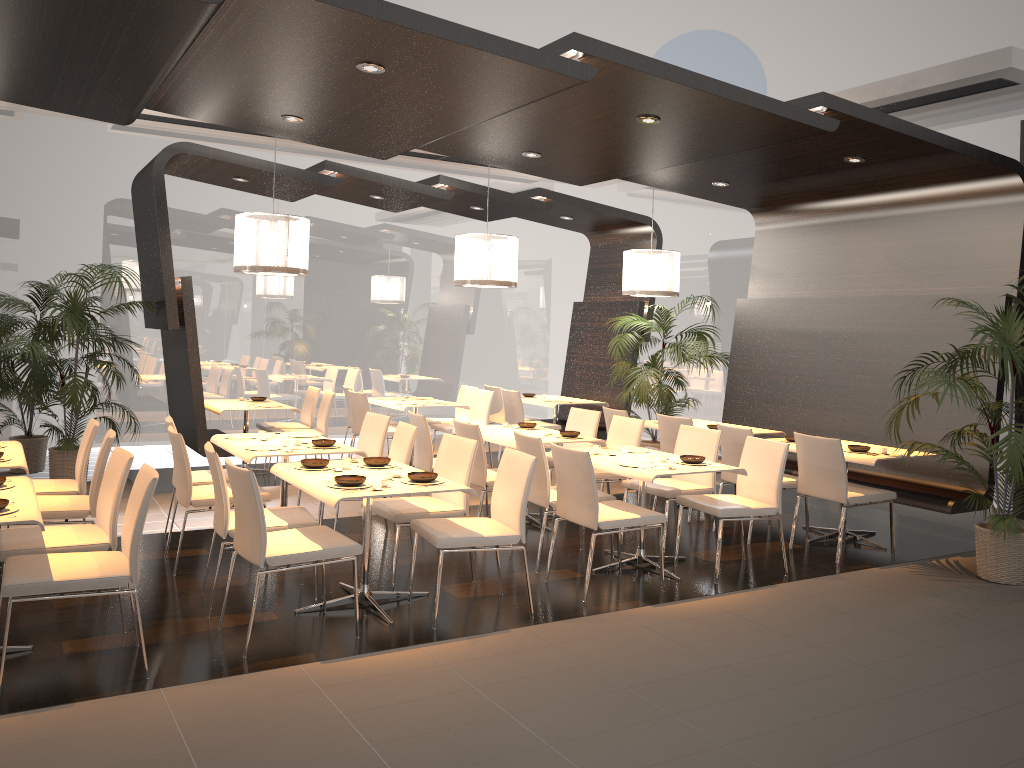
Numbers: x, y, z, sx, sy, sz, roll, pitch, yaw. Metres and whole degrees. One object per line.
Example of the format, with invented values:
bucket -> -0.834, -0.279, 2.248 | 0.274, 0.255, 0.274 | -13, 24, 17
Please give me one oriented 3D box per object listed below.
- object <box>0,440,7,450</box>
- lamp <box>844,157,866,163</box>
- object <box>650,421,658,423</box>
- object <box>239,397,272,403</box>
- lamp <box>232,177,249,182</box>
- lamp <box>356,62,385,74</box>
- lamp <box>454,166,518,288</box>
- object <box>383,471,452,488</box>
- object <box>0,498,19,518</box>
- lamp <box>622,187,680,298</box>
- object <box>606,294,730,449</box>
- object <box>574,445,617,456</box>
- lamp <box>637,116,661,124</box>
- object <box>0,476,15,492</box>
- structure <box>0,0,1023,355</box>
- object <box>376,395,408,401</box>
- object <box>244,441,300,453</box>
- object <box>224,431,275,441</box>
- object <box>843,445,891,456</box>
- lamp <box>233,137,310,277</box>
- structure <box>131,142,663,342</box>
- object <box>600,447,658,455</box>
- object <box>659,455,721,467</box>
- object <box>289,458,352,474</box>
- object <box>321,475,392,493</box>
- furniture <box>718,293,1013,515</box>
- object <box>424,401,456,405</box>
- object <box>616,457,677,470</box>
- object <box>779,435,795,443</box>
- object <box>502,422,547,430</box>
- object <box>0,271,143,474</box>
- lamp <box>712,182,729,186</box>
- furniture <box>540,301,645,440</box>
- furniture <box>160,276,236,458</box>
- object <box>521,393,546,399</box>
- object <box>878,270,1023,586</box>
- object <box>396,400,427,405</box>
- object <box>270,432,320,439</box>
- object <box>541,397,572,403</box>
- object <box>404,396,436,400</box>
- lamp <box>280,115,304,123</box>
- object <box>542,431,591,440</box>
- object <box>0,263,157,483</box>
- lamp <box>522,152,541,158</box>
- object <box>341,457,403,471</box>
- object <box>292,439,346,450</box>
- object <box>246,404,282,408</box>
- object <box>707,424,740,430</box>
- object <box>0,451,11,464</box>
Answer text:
object -> -3.366, 0.377, 5.590 | 0.303, 0.044, 0.365 | 0, 4, -32
lamp -> 2.745, -1.809, 7.081 | 0.161, 0.050, 0.162 | 0, 3, -25
object -> 1.539, 0.357, 8.431 | 0.334, 0.038, 0.377 | -1, 4, -37
object -> -2.736, 0.163, 9.421 | 0.303, 0.044, 0.365 | 0, 4, -32
lamp -> -2.774, -2.103, 9.035 | 0.160, 0.054, 0.161 | 0, 3, -25
lamp -> -0.797, -1.798, 4.991 | 0.161, 0.050, 0.162 | 0, 3, -25
lamp -> -0.234, -1.932, 8.793 | 0.626, 1.932, 0.626 | 2, -1, -3
object -> -0.527, 0.510, 4.826 | 0.303, 0.044, 0.365 | 0, 4, -32
object -> -2.274, 0.522, 3.767 | 0.303, 0.044, 0.365 | 0, 4, -32
lamp -> 1.571, -1.942, 9.858 | 0.627, 1.932, 0.626 | 2, -1, 1
object -> 1.734, -0.023, 10.046 | 1.503, 2.062, 1.562 | 2, 1, -17
object -> 0.557, 0.464, 6.181 | 0.334, 0.038, 0.377 | -1, 4, -37
lamp -> 0.929, -1.807, 6.009 | 0.161, 0.050, 0.162 | 0, 3, -25
object -> -2.587, 0.480, 4.294 | 0.303, 0.044, 0.365 | 0, 4, -32
structure -> -1.145, -1.153, 5.645 | 10.653, 1.738, 2.906 | 0, 3, -31
object -> -1.370, 0.161, 10.185 | 0.334, 0.038, 0.377 | -1, 4, -37
object -> -1.591, 0.417, 5.884 | 0.334, 0.038, 0.377 | -1, 4, -37
object -> -1.903, 0.375, 6.412 | 0.334, 0.038, 0.377 | -1, 4, -37
object -> 2.665, 0.495, 6.684 | 0.303, 0.044, 0.365 | 0, 4, -32
lamp -> -2.068, -1.922, 7.711 | 0.626, 1.932, 0.626 | 2, -1, -3
structure -> -1.051, -1.413, 10.042 | 5.928, 1.729, 1.403 | 0, 2, -31
object -> 0.817, 0.461, 6.355 | 0.334, 0.038, 0.377 | -1, 5, -42
object -> 1.151, 0.500, 5.836 | 0.303, 0.044, 0.365 | 0, 4, -32
object -> -1.115, 0.471, 5.174 | 0.303, 0.044, 0.365 | 0, 4, -32
object -> -0.811, 0.514, 4.634 | 0.303, 0.044, 0.365 | 0, 4, -32
furniture -> 2.865, 0.030, 8.011 | 0.756, 1.675, 2.906 | 2, 2, -31
object -> -0.810, 0.196, 9.893 | 0.334, 0.038, 0.377 | -1, 5, -42
object -> 0.869, 0.506, 5.652 | 0.334, 0.038, 0.377 | -1, 4, -37
object -> 2.347, 0.453, 7.201 | 0.303, 0.044, 0.365 | 0, 4, -32
object -> 0.092, 0.359, 7.629 | 0.303, 0.044, 0.365 | 0, 4, -32
object -> -4.786, -0.156, 8.971 | 1.562, 2.062, 1.504 | 2, 1, 21
lamp -> 1.978, -1.911, 8.381 | 0.161, 0.050, 0.162 | 0, 3, -25
furniture -> 0.924, -0.224, 11.208 | 0.756, 1.677, 1.404 | 2, 1, -31
furniture -> -3.081, -0.202, 8.845 | 0.756, 1.677, 1.404 | 2, 1, -31
object -> 0.255, 0.147, 11.176 | 0.303, 0.044, 0.365 | 0, 4, -32
object -> 3.278, 0.280, 5.843 | 1.562, 2.062, 1.504 | 2, 1, 15
object -> -1.086, 0.203, 9.646 | 0.334, 0.038, 0.377 | -1, 4, -37
object -> -1.635, 0.370, 6.631 | 0.334, 0.038, 0.377 | -1, 5, -42
object -> 0.564, 0.193, 10.641 | 0.334, 0.038, 0.377 | -1, 4, -37
object -> -1.110, 0.154, 10.431 | 0.334, 0.038, 0.377 | -1, 5, -42
lamp -> -1.564, -1.901, 6.291 | 0.160, 0.050, 0.160 | -1, 4, -36
object -> 0.422, 0.403, 7.070 | 0.303, 0.044, 0.365 | 0, 4, -32
object -> -4.045, -0.084, 8.149 | 1.559, 2.062, 1.506 | 1, 1, -37
lamp -> 0.161, -1.910, 7.309 | 0.161, 0.050, 0.162 | 0, 3, -25
object -> -0.851, 0.470, 5.323 | 0.303, 0.044, 0.365 | 0, 4, -32
object -> -1.334, 0.409, 6.086 | 0.303, 0.044, 0.365 | 0, 4, -32
object -> -2.498, 0.206, 8.896 | 0.334, 0.038, 0.377 | -1, 5, -42
object -> 1.871, 0.395, 7.928 | 0.303, 0.044, 0.365 | 0, 4, -32
object -> -3.054, 0.417, 5.087 | 0.303, 0.044, 0.365 | 0, 4, -32
